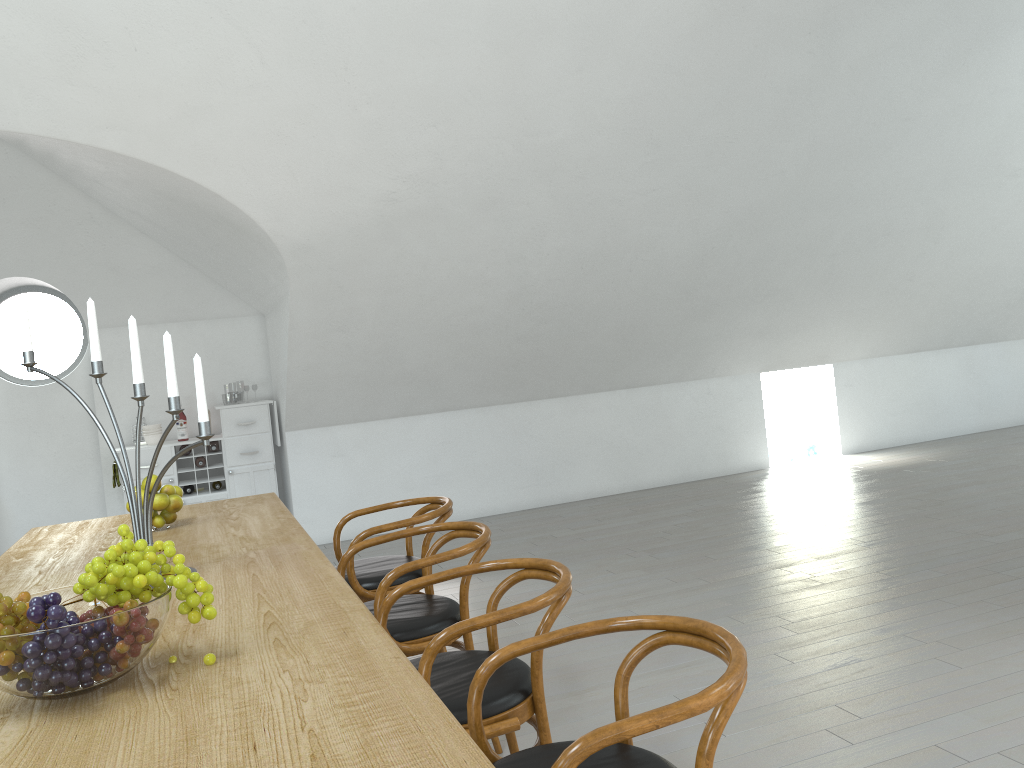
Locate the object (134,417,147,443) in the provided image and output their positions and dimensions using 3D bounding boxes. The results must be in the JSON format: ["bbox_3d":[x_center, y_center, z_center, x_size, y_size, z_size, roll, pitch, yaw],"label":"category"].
[{"bbox_3d":[-2.977,0.363,7.093,0.115,0.209,0.065,-6,0,-18],"label":"object"}]

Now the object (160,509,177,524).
[{"bbox_3d":[-1.324,0.508,3.417,0.063,0.063,0.064,-6,1,-9],"label":"object"}]

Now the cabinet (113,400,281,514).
[{"bbox_3d":[-2.477,0.772,7.073,1.243,1.153,0.609,-6,1,-20],"label":"cabinet"}]

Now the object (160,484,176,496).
[{"bbox_3d":[-1.320,0.414,3.398,0.058,0.057,0.053,-6,1,-5],"label":"object"}]

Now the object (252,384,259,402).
[{"bbox_3d":[-2.090,0.076,7.215,0.046,0.143,0.046,-6,0,-9],"label":"object"}]

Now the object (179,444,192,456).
[{"bbox_3d":[-2.574,0.519,6.988,0.093,0.094,0.359,-6,2,-19],"label":"object"}]

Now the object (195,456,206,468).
[{"bbox_3d":[-2.470,0.618,7.029,0.085,0.085,0.330,-6,2,-20],"label":"object"}]

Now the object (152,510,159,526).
[{"bbox_3d":[-1.392,0.509,3.386,0.078,0.074,0.080,-5,1,25],"label":"object"}]

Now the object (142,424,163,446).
[{"bbox_3d":[-2.803,0.396,6.917,0.154,0.160,0.158,-6,1,8],"label":"object"}]

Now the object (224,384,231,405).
[{"bbox_3d":[-2.277,0.088,7.109,0.048,0.169,0.048,-6,0,13],"label":"object"}]

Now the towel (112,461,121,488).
[{"bbox_3d":[-3.089,0.702,6.910,0.049,0.204,0.150,-6,1,-19],"label":"towel"}]

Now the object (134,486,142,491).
[{"bbox_3d":[-1.440,0.418,3.407,0.062,0.059,0.062,-6,1,-19],"label":"object"}]

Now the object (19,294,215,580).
[{"bbox_3d":[-1.128,0.125,2.555,0.774,0.875,0.266,-5,1,44],"label":"object"}]

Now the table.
[{"bbox_3d":[-0.974,0.953,2.405,1.019,0.799,3.347,-6,2,-20],"label":"table"}]

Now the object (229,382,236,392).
[{"bbox_3d":[-2.279,0.079,7.255,0.054,0.179,0.054,-6,0,-26],"label":"object"}]

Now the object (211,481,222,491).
[{"bbox_3d":[-2.350,0.803,7.056,0.081,0.081,0.358,-6,2,-22],"label":"object"}]

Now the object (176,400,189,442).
[{"bbox_3d":[-2.618,0.288,7.015,0.081,0.329,0.081,-6,0,-24],"label":"object"}]

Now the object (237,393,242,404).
[{"bbox_3d":[-2.214,0.123,7.138,0.077,0.085,0.077,-6,1,-12],"label":"object"}]

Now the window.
[{"bbox_3d":[-3.834,-0.385,7.123,0.901,0.899,0.060,-6,0,-20],"label":"window"}]

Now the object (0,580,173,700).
[{"bbox_3d":[-0.804,0.482,1.624,0.360,0.159,0.359,-7,2,-40],"label":"object"}]

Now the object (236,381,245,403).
[{"bbox_3d":[-2.229,0.068,7.293,0.063,0.187,0.063,-6,0,-34],"label":"object"}]

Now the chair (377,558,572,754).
[{"bbox_3d":[-0.107,0.897,2.384,0.622,0.735,0.527,-6,1,-20],"label":"chair"}]

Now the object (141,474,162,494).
[{"bbox_3d":[-1.371,0.380,3.372,0.072,0.074,0.072,-6,1,-20],"label":"object"}]

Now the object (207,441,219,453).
[{"bbox_3d":[-2.376,0.500,7.051,0.088,0.085,0.359,-6,2,-20],"label":"object"}]

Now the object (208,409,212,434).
[{"bbox_3d":[-2.447,0.267,7.071,0.085,0.331,0.085,-6,0,29],"label":"object"}]

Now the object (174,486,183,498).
[{"bbox_3d":[-1.315,0.428,3.454,0.062,0.063,0.063,-5,1,32],"label":"object"}]

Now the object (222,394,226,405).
[{"bbox_3d":[-2.296,0.126,7.181,0.093,0.093,0.094,-6,1,13],"label":"object"}]

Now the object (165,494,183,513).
[{"bbox_3d":[-1.290,0.456,3.376,0.070,0.072,0.071,-5,1,35],"label":"object"}]

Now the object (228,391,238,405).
[{"bbox_3d":[-2.216,0.116,7.052,0.081,0.105,0.082,-6,1,18],"label":"object"}]

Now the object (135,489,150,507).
[{"bbox_3d":[-1.395,0.432,3.333,0.072,0.071,0.066,-5,1,39],"label":"object"}]

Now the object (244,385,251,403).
[{"bbox_3d":[-2.140,0.083,7.162,0.046,0.143,0.046,-6,0,-9],"label":"object"}]

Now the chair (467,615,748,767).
[{"bbox_3d":[0.179,0.890,1.715,0.622,0.735,0.527,-6,1,-17],"label":"chair"}]

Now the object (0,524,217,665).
[{"bbox_3d":[-0.782,0.417,1.618,0.292,0.284,0.394,-5,2,34],"label":"object"}]

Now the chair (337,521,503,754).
[{"bbox_3d":[-0.340,0.899,3.073,0.622,0.735,0.527,-6,1,-25],"label":"chair"}]

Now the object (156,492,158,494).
[{"bbox_3d":[-1.386,0.429,3.406,0.052,0.050,0.053,-5,1,41],"label":"object"}]

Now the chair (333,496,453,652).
[{"bbox_3d":[-0.522,0.894,3.776,0.622,0.735,0.527,-6,1,-17],"label":"chair"}]

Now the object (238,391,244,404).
[{"bbox_3d":[-2.215,0.113,7.221,0.071,0.098,0.071,-6,1,-12],"label":"object"}]

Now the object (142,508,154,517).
[{"bbox_3d":[-1.372,0.485,3.315,0.060,0.056,0.059,-7,1,-25],"label":"object"}]

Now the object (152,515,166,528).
[{"bbox_3d":[-1.335,0.519,3.348,0.050,0.050,0.051,-6,1,-16],"label":"object"}]

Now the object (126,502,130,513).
[{"bbox_3d":[-1.435,0.464,3.373,0.062,0.059,0.062,-6,1,-16],"label":"object"}]

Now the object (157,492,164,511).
[{"bbox_3d":[-1.369,0.457,3.450,0.077,0.076,0.076,-5,1,37],"label":"object"}]

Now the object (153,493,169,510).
[{"bbox_3d":[-1.322,0.441,3.322,0.071,0.064,0.072,-7,1,-27],"label":"object"}]

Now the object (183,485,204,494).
[{"bbox_3d":[-2.515,0.819,7.003,0.156,0.085,0.331,-7,2,-19],"label":"object"}]
